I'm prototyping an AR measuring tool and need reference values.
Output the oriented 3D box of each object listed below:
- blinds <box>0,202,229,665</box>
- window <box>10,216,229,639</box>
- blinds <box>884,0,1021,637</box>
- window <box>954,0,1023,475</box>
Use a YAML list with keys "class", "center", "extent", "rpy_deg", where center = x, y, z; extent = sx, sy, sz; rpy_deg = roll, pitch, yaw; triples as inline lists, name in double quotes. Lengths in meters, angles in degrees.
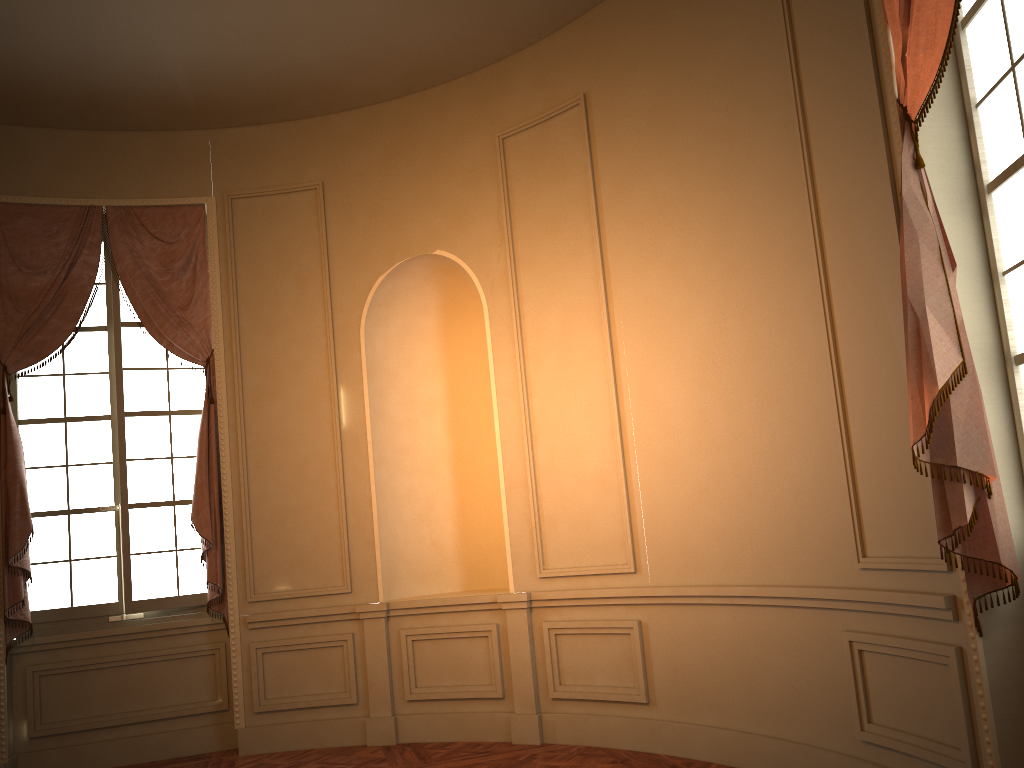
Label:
- class: "blinds"
  center: [-2.610, 0.232, 5.793]
  extent: [1.348, 2.963, 0.284]
  rpy_deg: [-3, -7, -17]
- class: "window"
  center: [-2.677, 0.208, 6.015]
  extent: [1.324, 2.823, 0.152]
  rpy_deg: [-3, -7, -16]
- class: "blinds"
  center: [1.371, -0.702, 2.542]
  extent: [0.285, 2.962, 1.343]
  rpy_deg: [-6, -7, 4]
- class: "window"
  center: [1.645, -0.795, 2.553]
  extent: [0.047, 2.823, 1.316]
  rpy_deg: [-6, -7, 4]
